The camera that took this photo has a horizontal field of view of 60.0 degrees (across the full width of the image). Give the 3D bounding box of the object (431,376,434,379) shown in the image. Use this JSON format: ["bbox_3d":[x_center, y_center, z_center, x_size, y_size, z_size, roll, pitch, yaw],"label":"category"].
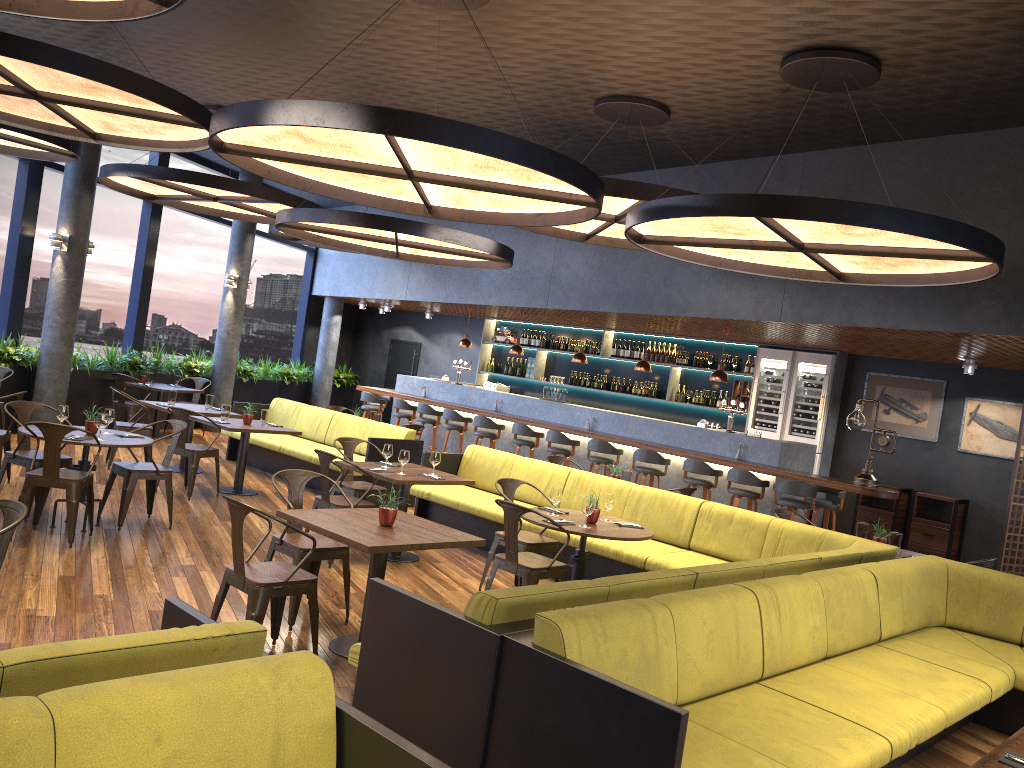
[{"bbox_3d":[-1.434,-0.121,15.972,0.042,0.059,0.042,9,1,41],"label":"object"}]

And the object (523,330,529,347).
[{"bbox_3d":[0.269,-0.847,16.344,0.085,0.310,0.086,8,1,-19],"label":"object"}]

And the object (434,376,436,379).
[{"bbox_3d":[-1.396,-0.116,15.998,0.042,0.059,0.042,9,1,41],"label":"object"}]

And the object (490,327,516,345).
[{"bbox_3d":[-0.140,-0.920,16.833,0.579,0.319,0.229,9,1,43],"label":"object"}]

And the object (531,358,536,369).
[{"bbox_3d":[0.418,-0.371,16.193,0.098,0.192,0.080,9,1,43],"label":"object"}]

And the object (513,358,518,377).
[{"bbox_3d":[0.080,-0.310,16.617,0.094,0.340,0.094,8,1,-24],"label":"object"}]

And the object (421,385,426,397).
[{"bbox_3d":[-1.494,0.117,15.061,0.114,0.203,0.069,8,1,1],"label":"object"}]

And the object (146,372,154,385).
[{"bbox_3d":[-5.413,-0.077,13.234,0.102,0.178,0.102,9,1,25],"label":"object"}]

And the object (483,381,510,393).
[{"bbox_3d":[-0.380,0.237,16.689,0.355,0.569,0.550,9,1,43],"label":"object"}]

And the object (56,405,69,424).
[{"bbox_3d":[-3.667,0.279,7.227,0.097,0.206,0.097,8,1,-5],"label":"object"}]

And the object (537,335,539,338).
[{"bbox_3d":[0.488,-0.813,16.272,0.085,0.310,0.086,8,1,-19],"label":"object"}]

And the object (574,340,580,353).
[{"bbox_3d":[1.147,-0.657,15.526,0.088,0.224,0.088,9,1,38],"label":"object"}]

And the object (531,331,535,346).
[{"bbox_3d":[0.405,-0.827,16.341,0.085,0.310,0.086,8,1,-19],"label":"object"}]

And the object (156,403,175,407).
[{"bbox_3d":[-4.099,0.248,10.479,0.255,0.019,0.157,9,1,43],"label":"object"}]

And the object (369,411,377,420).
[{"bbox_3d":[-1.912,0.462,12.140,0.102,0.178,0.102,8,1,-11],"label":"object"}]

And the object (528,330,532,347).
[{"bbox_3d":[0.337,-0.838,16.409,0.085,0.310,0.086,8,1,-36],"label":"object"}]

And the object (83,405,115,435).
[{"bbox_3d":[-3.423,0.278,7.266,0.260,0.271,0.238,8,1,-8],"label":"object"}]

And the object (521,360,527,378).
[{"bbox_3d":[0.236,-0.285,16.482,0.094,0.340,0.094,8,1,-24],"label":"object"}]

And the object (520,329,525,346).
[{"bbox_3d":[0.204,-0.858,16.409,0.085,0.310,0.086,8,1,-13],"label":"object"}]

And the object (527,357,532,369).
[{"bbox_3d":[0.347,-0.383,16.263,0.098,0.192,0.080,9,1,43],"label":"object"}]

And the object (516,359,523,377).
[{"bbox_3d":[0.149,-0.297,16.423,0.094,0.340,0.094,8,1,-7],"label":"object"}]

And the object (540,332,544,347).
[{"bbox_3d":[0.555,-0.802,16.205,0.085,0.310,0.086,8,1,-6],"label":"object"}]

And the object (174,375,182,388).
[{"bbox_3d":[-5.102,-0.036,13.520,0.102,0.178,0.102,9,1,35],"label":"object"}]

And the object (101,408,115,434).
[{"bbox_3d":[-3.401,0.314,7.469,0.097,0.206,0.097,9,1,15],"label":"object"}]

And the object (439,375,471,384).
[{"bbox_3d":[-1.050,-0.096,16.449,0.200,0.106,0.766,9,1,43],"label":"object"}]

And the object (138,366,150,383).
[{"bbox_3d":[-5.603,-0.157,13.471,0.260,0.271,0.238,7,1,-45],"label":"object"}]

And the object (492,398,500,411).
[{"bbox_3d":[-0.240,0.325,13.877,0.114,0.203,0.069,9,1,4],"label":"object"}]

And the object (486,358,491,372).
[{"bbox_3d":[-0.445,-0.364,17.065,0.079,0.281,0.079,8,1,-28],"label":"object"}]

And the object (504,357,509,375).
[{"bbox_3d":[-0.089,-0.335,16.617,0.094,0.340,0.094,8,1,-24],"label":"object"}]

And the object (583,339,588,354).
[{"bbox_3d":[1.282,-0.650,15.404,0.063,0.254,0.063,8,1,1],"label":"object"}]

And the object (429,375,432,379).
[{"bbox_3d":[-1.466,-0.125,15.938,0.042,0.059,0.042,9,1,41],"label":"object"}]

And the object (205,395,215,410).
[{"bbox_3d":[-3.683,0.223,10.787,0.102,0.178,0.102,9,1,19],"label":"object"}]

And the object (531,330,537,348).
[{"bbox_3d":[0.417,-0.823,16.208,0.085,0.310,0.086,8,1,-28],"label":"object"}]

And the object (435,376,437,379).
[{"bbox_3d":[-1.374,-0.113,16.044,0.042,0.059,0.042,9,1,41],"label":"object"}]

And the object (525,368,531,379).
[{"bbox_3d":[0.317,-0.193,16.266,0.098,0.192,0.080,9,1,43],"label":"object"}]

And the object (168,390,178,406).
[{"bbox_3d":[-4.081,0.167,10.652,0.102,0.178,0.102,9,1,19],"label":"object"}]

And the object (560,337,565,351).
[{"bbox_3d":[0.903,-0.712,15.742,0.063,0.254,0.063,8,1,-29],"label":"object"}]

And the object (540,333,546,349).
[{"bbox_3d":[0.574,-0.778,16.060,0.083,0.301,0.083,8,1,-39],"label":"object"}]

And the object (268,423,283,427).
[{"bbox_3d":[-2.697,0.464,10.052,0.255,0.019,0.157,9,1,43],"label":"object"}]

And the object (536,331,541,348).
[{"bbox_3d":[0.490,-0.810,16.136,0.085,0.310,0.086,8,1,-13],"label":"object"}]

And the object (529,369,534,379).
[{"bbox_3d":[0.390,-0.181,16.196,0.098,0.192,0.080,9,1,43],"label":"object"}]

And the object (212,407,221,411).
[{"bbox_3d":[-3.624,0.310,10.939,0.255,0.019,0.157,9,1,43],"label":"object"}]

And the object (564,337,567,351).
[{"bbox_3d":[0.952,-0.707,15.845,0.063,0.254,0.063,8,1,-9],"label":"object"}]

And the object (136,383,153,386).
[{"bbox_3d":[-5.430,0.004,13.069,0.255,0.019,0.157,9,1,19],"label":"object"}]

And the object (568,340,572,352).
[{"bbox_3d":[1.024,-0.673,15.604,0.068,0.217,0.068,9,1,33],"label":"object"}]

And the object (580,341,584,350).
[{"bbox_3d":[1.225,-0.647,15.597,0.088,0.224,0.088,9,1,38],"label":"object"}]

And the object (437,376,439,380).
[{"bbox_3d":[-1.339,-0.109,16.080,0.042,0.059,0.042,9,1,41],"label":"object"}]

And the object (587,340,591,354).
[{"bbox_3d":[1.351,-0.641,15.461,0.063,0.254,0.063,8,1,-19],"label":"object"}]

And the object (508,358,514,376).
[{"bbox_3d":[-0.009,-0.323,16.560,0.094,0.340,0.094,8,1,-33],"label":"object"}]

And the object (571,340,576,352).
[{"bbox_3d":[1.094,-0.664,15.665,0.068,0.217,0.068,8,1,-27],"label":"object"}]

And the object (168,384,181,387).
[{"bbox_3d":[-5.177,0.030,13.684,0.255,0.019,0.157,9,1,19],"label":"object"}]

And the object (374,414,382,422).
[{"bbox_3d":[-1.779,0.489,11.738,0.102,0.178,0.102,9,1,29],"label":"object"}]

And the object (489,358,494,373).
[{"bbox_3d":[-0.378,-0.353,17.005,0.079,0.281,0.079,7,1,-43],"label":"object"}]

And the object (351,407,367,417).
[{"bbox_3d":[-2.042,0.404,11.702,0.238,0.271,0.260,8,1,-41],"label":"object"}]
